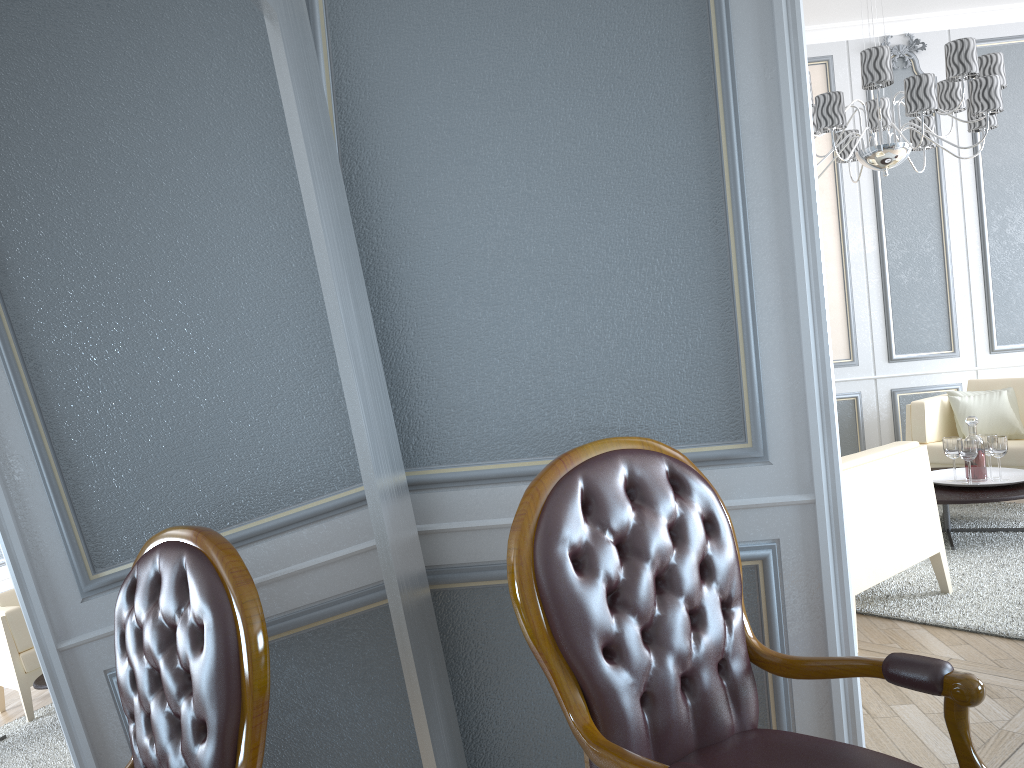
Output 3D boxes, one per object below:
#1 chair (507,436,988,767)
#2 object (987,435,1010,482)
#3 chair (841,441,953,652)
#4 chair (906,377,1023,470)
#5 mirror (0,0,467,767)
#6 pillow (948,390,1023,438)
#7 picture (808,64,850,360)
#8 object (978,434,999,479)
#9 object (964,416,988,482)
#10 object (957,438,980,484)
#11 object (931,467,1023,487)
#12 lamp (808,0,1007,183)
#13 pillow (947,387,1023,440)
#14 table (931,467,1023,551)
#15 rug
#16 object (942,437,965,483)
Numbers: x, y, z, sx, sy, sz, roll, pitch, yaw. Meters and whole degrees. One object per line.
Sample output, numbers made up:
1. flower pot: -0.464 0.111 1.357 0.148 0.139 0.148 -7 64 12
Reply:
1. chair: 0.353 0.499 1.334 0.573 0.828 0.575 -6 2 -37
2. object: 2.148 0.329 3.912 0.080 0.196 0.080 -5 1 -14
3. chair: 0.986 0.487 3.217 0.738 0.620 0.854 -6 2 -42
4. chair: 2.599 0.295 4.602 0.738 0.620 0.854 -6 2 -42
5. mirror: -0.278 0.090 0.950 0.251 1.792 1.401 -5 1 3
6. pillow: 2.493 0.170 4.670 0.312 0.245 0.163 -5 1 -3
7. picture: 1.337 -0.970 5.299 1.199 1.751 0.001 -5 1 3
8. object: 2.151 0.326 3.996 0.080 0.196 0.080 -5 1 -14
9. object: 2.067 0.287 3.965 0.086 0.290 0.086 -5 1 24
10. object: 2.009 0.342 3.898 0.080 0.196 0.080 -5 1 6
11. object: 2.073 0.422 3.956 0.468 0.028 0.468 -5 2 16
12. lamp: 1.597 -1.473 3.911 0.976 1.119 0.976 -5 1 -9
13. pillow: 2.538 0.164 4.746 0.351 0.276 0.184 -5 1 9
14. table: 1.969 0.563 4.022 0.882 0.239 0.883 -5 2 1
15. rug: 1.905 0.694 3.729 2.002 0.010 1.999 -7 3 -42
16. object: 1.991 0.340 3.995 0.080 0.196 0.080 -5 1 -14
